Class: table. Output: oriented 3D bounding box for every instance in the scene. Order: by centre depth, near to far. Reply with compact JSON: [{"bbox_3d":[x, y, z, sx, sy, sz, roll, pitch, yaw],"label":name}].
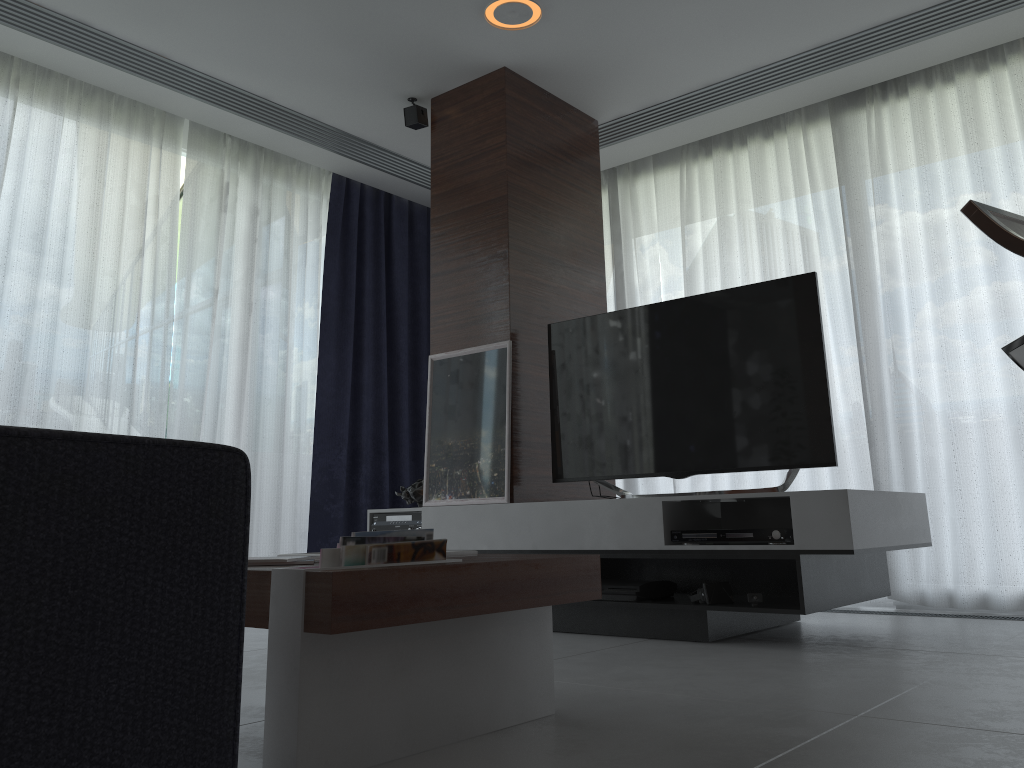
[{"bbox_3d":[-0.353,0.568,1.991,0.794,0.359,0.797,-9,-13,39],"label":"table"}]

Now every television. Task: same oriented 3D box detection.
[{"bbox_3d":[0.659,0.052,3.527,1.220,0.802,0.294,-10,-16,38],"label":"television"}]

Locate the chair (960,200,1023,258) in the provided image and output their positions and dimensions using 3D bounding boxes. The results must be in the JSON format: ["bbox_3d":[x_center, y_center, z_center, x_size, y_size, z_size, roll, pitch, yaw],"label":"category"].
[{"bbox_3d":[0.740,0.153,0.703,0.394,0.723,0.457,7,-15,-32],"label":"chair"}]

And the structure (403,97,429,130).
[{"bbox_3d":[-0.495,-1.388,4.553,0.084,0.145,0.113,-8,-14,29],"label":"structure"}]

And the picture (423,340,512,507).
[{"bbox_3d":[-0.202,0.182,3.949,0.496,0.714,0.052,-11,-17,38],"label":"picture"}]

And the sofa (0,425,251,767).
[{"bbox_3d":[-1.411,0.418,1.741,2.849,0.620,1.880,-9,-12,39],"label":"sofa"}]

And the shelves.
[{"bbox_3d":[0.448,0.766,3.807,2.330,0.509,0.864,-9,-13,38],"label":"shelves"}]

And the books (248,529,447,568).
[{"bbox_3d":[3.135,0.191,0.659,8.215,0.380,0.398,-4,-12,18],"label":"books"}]

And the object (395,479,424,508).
[{"bbox_3d":[-0.437,0.558,4.482,0.311,0.153,0.134,-1,-12,-3],"label":"object"}]

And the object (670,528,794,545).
[{"bbox_3d":[0.844,0.548,3.179,0.427,0.054,0.332,-9,-12,39],"label":"object"}]

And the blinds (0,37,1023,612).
[{"bbox_3d":[-0.475,-0.682,1.947,5.745,2.827,7.073,-11,-14,42],"label":"blinds"}]

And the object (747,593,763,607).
[{"bbox_3d":[0.826,0.731,2.992,0.043,0.044,0.043,-11,-15,39],"label":"object"}]

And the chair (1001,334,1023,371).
[{"bbox_3d":[1.077,0.241,1.296,0.463,0.723,0.389,-4,-13,12],"label":"chair"}]

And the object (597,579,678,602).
[{"bbox_3d":[0.432,0.801,3.450,0.311,0.069,0.310,-9,-12,39],"label":"object"}]

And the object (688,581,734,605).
[{"bbox_3d":[0.700,0.746,3.171,0.116,0.080,0.181,3,-11,-20],"label":"object"}]

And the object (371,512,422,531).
[{"bbox_3d":[-0.429,0.704,4.284,0.366,0.153,0.365,-9,-13,39],"label":"object"}]

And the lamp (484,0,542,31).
[{"bbox_3d":[1.910,-2.132,0.493,9.545,0.086,5.271,-6,-10,25],"label":"lamp"}]
